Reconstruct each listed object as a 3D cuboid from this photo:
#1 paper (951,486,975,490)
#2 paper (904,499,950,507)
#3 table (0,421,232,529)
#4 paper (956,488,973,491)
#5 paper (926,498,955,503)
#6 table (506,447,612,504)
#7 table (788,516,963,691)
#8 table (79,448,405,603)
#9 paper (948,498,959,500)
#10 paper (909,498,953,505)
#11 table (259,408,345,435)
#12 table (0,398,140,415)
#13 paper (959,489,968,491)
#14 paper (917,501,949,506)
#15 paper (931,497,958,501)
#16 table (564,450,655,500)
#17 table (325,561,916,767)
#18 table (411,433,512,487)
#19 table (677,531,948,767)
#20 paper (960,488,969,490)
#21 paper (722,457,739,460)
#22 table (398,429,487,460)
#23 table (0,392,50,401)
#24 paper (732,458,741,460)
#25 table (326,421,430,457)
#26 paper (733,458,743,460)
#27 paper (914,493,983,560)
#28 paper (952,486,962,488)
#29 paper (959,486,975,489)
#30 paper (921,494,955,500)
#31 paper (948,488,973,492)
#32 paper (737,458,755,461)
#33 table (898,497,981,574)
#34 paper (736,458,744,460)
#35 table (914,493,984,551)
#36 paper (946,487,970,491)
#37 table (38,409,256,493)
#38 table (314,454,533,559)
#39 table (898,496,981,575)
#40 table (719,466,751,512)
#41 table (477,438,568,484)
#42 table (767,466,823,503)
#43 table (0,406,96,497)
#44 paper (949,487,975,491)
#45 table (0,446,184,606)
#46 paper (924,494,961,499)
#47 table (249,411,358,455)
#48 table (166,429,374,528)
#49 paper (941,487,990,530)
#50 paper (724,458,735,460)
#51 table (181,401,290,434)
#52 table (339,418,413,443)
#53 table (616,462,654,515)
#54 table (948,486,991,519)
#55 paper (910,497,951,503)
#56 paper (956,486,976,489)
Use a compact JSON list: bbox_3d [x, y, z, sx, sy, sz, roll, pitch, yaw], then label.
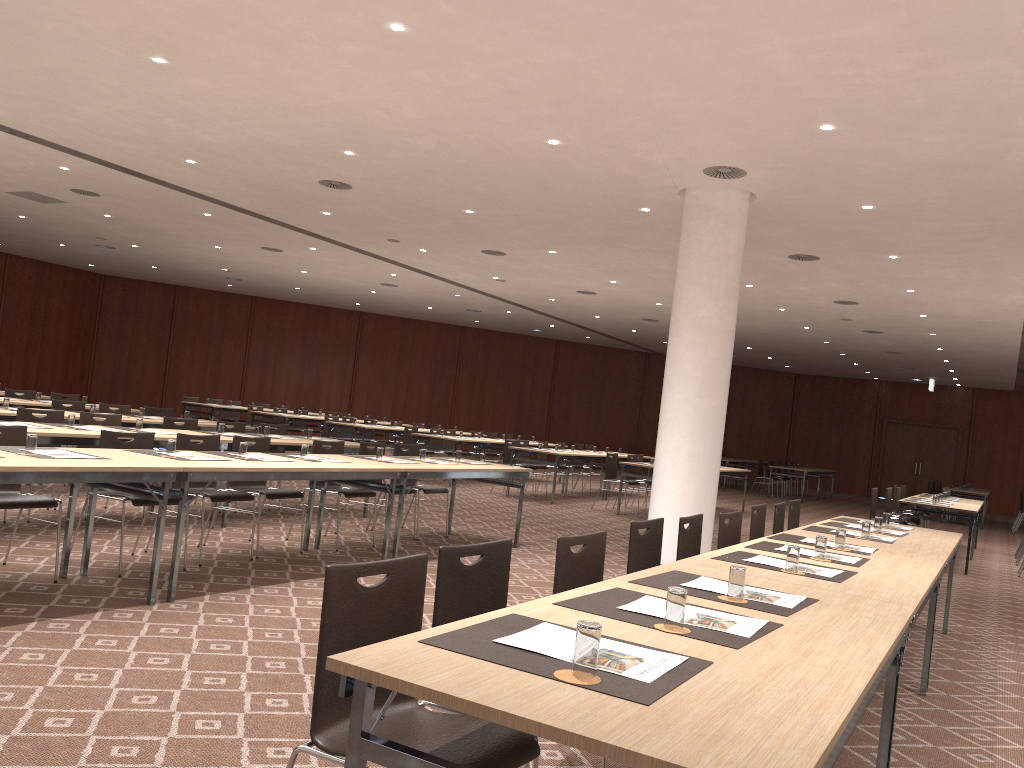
[{"bbox_3d":[11.724,2.708,23.055,0.565,0.003,0.460,6,-2,30],"label":"paper"},{"bbox_3d":[5.689,1.631,12.159,0.565,0.003,0.460,6,-2,27],"label":"paper"},{"bbox_3d":[-3.624,0.801,7.532,0.953,0.833,2.269,6,-2,29],"label":"table"},{"bbox_3d":[11.046,2.577,21.666,0.398,0.006,0.284,6,-2,32],"label":"paper"},{"bbox_3d":[6.446,1.755,13.339,0.398,0.006,0.284,6,-2,26],"label":"paper"},{"bbox_3d":[0.850,1.600,15.616,0.953,0.833,2.269,6,-2,29],"label":"table"},{"bbox_3d":[2.717,1.513,6.561,0.953,0.833,2.269,6,-2,29],"label":"table"},{"bbox_3d":[-1.889,0.972,6.555,0.953,0.833,2.269,6,-2,29],"label":"table"},{"bbox_3d":[7.202,1.892,14.747,0.398,0.006,0.284,6,-2,29],"label":"paper"},{"bbox_3d":[6.008,1.687,12.728,0.565,0.003,0.460,6,-2,31],"label":"paper"},{"bbox_3d":[-4.998,1.113,21.503,0.953,0.833,2.269,6,-2,29],"label":"table"},{"bbox_3d":[-6.000,0.656,11.465,0.953,0.833,2.269,6,-2,29],"label":"table"},{"bbox_3d":[10.724,2.520,21.109,0.398,0.006,0.284,6,-2,31],"label":"paper"},{"bbox_3d":[5.782,1.639,12.188,0.398,0.006,0.284,5,-2,32],"label":"paper"},{"bbox_3d":[6.895,1.837,14.179,0.398,0.006,0.284,6,-2,31],"label":"paper"},{"bbox_3d":[1.946,1.796,17.596,0.953,0.833,2.269,6,-2,29],"label":"table"},{"bbox_3d":[0.525,1.122,2.600,0.953,0.833,2.269,6,-2,29],"label":"table"},{"bbox_3d":[-0.886,1.429,16.593,0.953,0.833,2.269,6,-2,29],"label":"table"},{"bbox_3d":[1.621,1.317,4.580,0.953,0.833,2.269,6,-2,29],"label":"table"},{"bbox_3d":[11.351,2.633,22.250,0.398,0.006,0.284,6,-2,27],"label":"paper"},{"bbox_3d":[6.492,2.193,26.004,0.565,0.003,0.460,6,-2,31],"label":"paper"},{"bbox_3d":[-1.526,1.454,19.549,0.953,0.833,2.269,6,-2,29],"label":"table"},{"bbox_3d":[-7.736,0.485,12.442,0.953,0.833,2.269,6,-2,29],"label":"table"},{"bbox_3d":[6.579,2.200,26.014,0.398,0.006,0.284,6,-2,28],"label":"paper"},{"bbox_3d":[-2.622,1.259,17.569,0.953,0.833,2.269,6,-2,29],"label":"table"},{"bbox_3d":[6.788,2.248,26.612,0.565,0.003,0.460,6,-2,27],"label":"paper"},{"bbox_3d":[7.191,2.312,14.645,0.953,0.833,2.269,6,-2,29],"label":"paper"},{"bbox_3d":[12.030,2.763,23.623,0.565,0.003,0.460,6,-2,28],"label":"paper"},{"bbox_3d":[12.426,2.825,24.217,0.398,0.006,0.284,6,-2,28],"label":"paper"},{"bbox_3d":[7.095,1.883,14.742,0.565,0.003,0.460,6,-2,27],"label":"paper"},{"bbox_3d":[10.646,2.515,21.099,0.565,0.003,0.460,6,-2,26],"label":"paper"},{"bbox_3d":[7.113,2.306,27.169,0.565,0.003,0.460,6,-2,28],"label":"paper"},{"bbox_3d":[6.095,2.116,12.665,0.953,0.833,2.269,6,-2,29],"label":"table"},{"bbox_3d":[6.876,2.255,26.604,0.398,0.006,0.284,6,-2,28],"label":"paper"},{"bbox_3d":[7.191,2.312,14.645,0.953,0.833,2.269,6,-2,29],"label":"table"},{"bbox_3d":[10.927,2.567,21.669,0.565,0.003,0.460,6,-2,30],"label":"paper"},{"bbox_3d":[-4.264,0.826,10.489,0.953,0.833,2.269,6,-2,29],"label":"table"},{"bbox_3d":[-0.793,1.168,8.535,0.953,0.833,2.269,6,-2,29],"label":"table"},{"bbox_3d":[6.095,2.116,12.665,0.953,0.833,2.269,6,-2,29],"label":"table"},{"bbox_3d":[3.681,1.967,16.619,0.953,0.833,2.269,6,-2,29],"label":"table"},{"bbox_3d":[0.210,1.625,18.573,0.953,0.833,2.269,6,-2,29],"label":"table"},{"bbox_3d":[7.517,2.651,23.549,0.953,0.833,2.269,6,-2,29],"label":"table"},{"bbox_3d":[-5.360,0.631,8.508,0.953,0.833,2.269,6,-2,29],"label":"table"},{"bbox_3d":[11.269,2.625,22.196,0.565,0.003,0.460,6,-2,28],"label":"paper"},{"bbox_3d":[-2.985,0.777,4.575,0.953,0.833,2.269,6,-2,29],"label":"table"},{"bbox_3d":[7.429,1.941,15.288,0.565,0.003,0.460,6,-2,30],"label":"paper"},{"bbox_3d":[-4.358,1.088,18.546,0.953,0.833,2.269,6,-2,29],"label":"table"},{"bbox_3d":[-2.529,0.997,9.512,0.953,0.833,2.269,6,-2,29],"label":"table"},{"bbox_3d":[11.026,2.996,21.575,0.953,0.833,2.269,6,-2,29],"label":"paper"},{"bbox_3d":[6.016,2.109,25.170,0.565,0.003,0.460,6,-2,30],"label":"paper"},{"bbox_3d":[-6.094,0.917,19.523,0.953,0.833,2.269,6,-2,29],"label":"table"},{"bbox_3d":[-3.262,1.284,20.526,0.953,0.833,2.269,6,-2,29],"label":"table"},{"bbox_3d":[2.585,1.771,14.639,0.953,0.833,2.269,6,-2,29],"label":"table"},{"bbox_3d":[12.122,3.192,23.555,0.953,0.833,2.269,6,-2,29],"label":"table"},{"bbox_3d":[6.320,1.744,13.336,0.565,0.003,0.460,6,-2,31],"label":"paper"},{"bbox_3d":[12.380,2.824,24.206,0.565,0.003,0.460,6,-2,27],"label":"paper"}]
